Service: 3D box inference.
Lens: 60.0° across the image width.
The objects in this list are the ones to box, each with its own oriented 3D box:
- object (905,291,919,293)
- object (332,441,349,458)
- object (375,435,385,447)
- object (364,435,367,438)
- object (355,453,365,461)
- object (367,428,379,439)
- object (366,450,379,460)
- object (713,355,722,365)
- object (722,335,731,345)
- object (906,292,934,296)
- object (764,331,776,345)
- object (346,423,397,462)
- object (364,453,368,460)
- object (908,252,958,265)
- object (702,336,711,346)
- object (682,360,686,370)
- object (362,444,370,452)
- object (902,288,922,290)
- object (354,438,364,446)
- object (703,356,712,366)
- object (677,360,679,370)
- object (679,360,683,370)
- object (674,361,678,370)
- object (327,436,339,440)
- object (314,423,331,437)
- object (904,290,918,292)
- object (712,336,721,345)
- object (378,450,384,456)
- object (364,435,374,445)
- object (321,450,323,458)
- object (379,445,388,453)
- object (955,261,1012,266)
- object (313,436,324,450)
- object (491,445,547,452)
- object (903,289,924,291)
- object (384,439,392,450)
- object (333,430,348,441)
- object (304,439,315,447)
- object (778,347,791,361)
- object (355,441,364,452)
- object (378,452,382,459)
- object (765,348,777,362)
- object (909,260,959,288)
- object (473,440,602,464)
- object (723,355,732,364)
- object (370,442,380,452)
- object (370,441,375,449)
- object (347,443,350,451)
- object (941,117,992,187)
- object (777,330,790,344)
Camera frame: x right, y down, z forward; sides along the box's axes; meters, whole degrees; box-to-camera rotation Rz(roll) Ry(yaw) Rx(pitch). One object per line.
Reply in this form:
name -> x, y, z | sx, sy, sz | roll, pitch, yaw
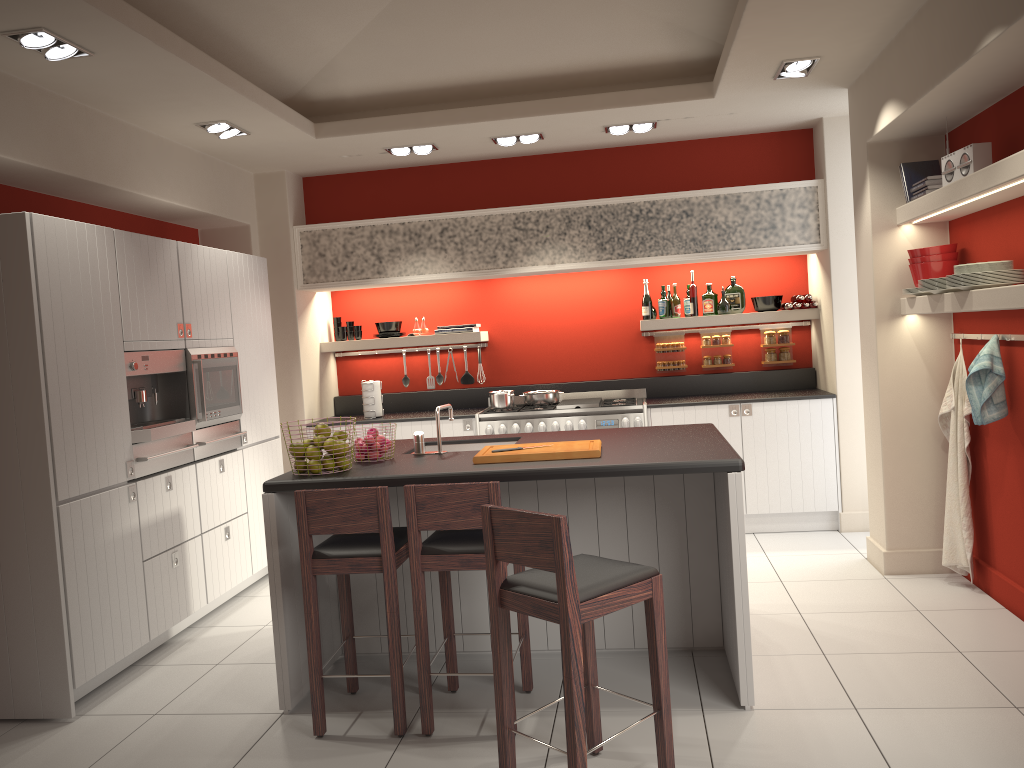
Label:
object -> 2.403, -0.522, 5.037 | 0.339, 0.020, 0.339 | -3, 3, 11
object -> -0.785, 0.297, 4.031 | 0.082, 0.082, 0.082 | -5, 3, -25
object -> -0.641, 0.277, 4.320 | 0.051, 0.055, 0.056 | -3, 3, 22
object -> -0.707, 0.273, 4.362 | 0.041, 0.044, 0.045 | -5, 3, -22
object -> -0.737, 0.351, 4.312 | 0.050, 0.049, 0.049 | -5, 3, -26
object -> -0.680, 0.242, 4.331 | 0.056, 0.058, 0.056 | -6, 4, -37
object -> -0.675, 0.342, 4.307 | 0.062, 0.057, 0.061 | -3, 3, 8
object -> 1.682, -0.193, 7.256 | 0.068, 0.088, 0.068 | -2, 3, 29
object -> 1.748, -0.357, 7.238 | 0.068, 0.088, 0.068 | -2, 3, 29
object -> 2.403, -0.515, 5.038 | 0.339, 0.020, 0.339 | -3, 3, 11
object -> 2.091, -0.370, 7.186 | 0.093, 0.120, 0.094 | -2, 3, 29
object -> -0.683, 0.287, 4.352 | 0.248, 0.168, 0.248 | -4, 3, -4
object -> -0.713, 0.348, 4.350 | 0.050, 0.049, 0.049 | -5, 3, -26
object -> 2.390, -0.657, 5.030 | 0.260, 0.159, 0.260 | -4, 3, -11
object -> 1.594, -0.348, 7.259 | 0.068, 0.088, 0.068 | -2, 3, 29
object -> 1.412, -0.159, 7.311 | 0.034, 0.078, 0.034 | -2, 3, 29
object -> -0.704, 0.310, 4.277 | 0.040, 0.041, 0.041 | -1, 4, 45
object -> 2.401, -0.541, 5.036 | 0.339, 0.020, 0.339 | -3, 3, 11
object -> -0.749, 0.289, 4.352 | 0.049, 0.049, 0.048 | -3, 3, 15
object -> 1.604, -0.188, 7.267 | 0.068, 0.088, 0.068 | -2, 3, 29
object -> 1.374, -0.156, 7.316 | 0.034, 0.078, 0.034 | -2, 3, 29
object -> 1.384, -0.155, 7.276 | 0.034, 0.078, 0.034 | -2, 3, 29
object -> 1.346, -0.153, 7.281 | 0.034, 0.078, 0.034 | -2, 3, 29
object -> -0.821, 0.265, 4.065 | 0.056, 0.054, 0.057 | -5, 3, -21
object -> -0.867, 0.216, 4.060 | 0.078, 0.080, 0.078 | -3, 3, 8
object -> 2.402, -0.528, 5.037 | 0.339, 0.020, 0.339 | -3, 3, 11
object -> 1.671, -0.352, 7.248 | 0.068, 0.088, 0.068 | -2, 3, 29
object -> -0.662, 0.341, 4.419 | 0.050, 0.049, 0.049 | -5, 3, -26
object -> -0.687, 0.271, 4.270 | 0.048, 0.046, 0.048 | -6, 4, -36
object -> -0.907, 0.327, 4.105 | 0.064, 0.060, 0.064 | -4, 3, 3
object -> -0.629, 0.318, 4.338 | 0.046, 0.043, 0.046 | -6, 4, -42
object -> 2.270, -0.573, 4.273 | 0.255, 0.015, 0.255 | -4, 3, -11
object -> -0.886, 0.266, 4.110 | 0.078, 0.076, 0.071 | -5, 3, -23
object -> 0.046, 0.295, 4.093 | 0.302, 0.010, 0.035 | -5, 3, -21
object -> 2.402, -0.535, 5.037 | 0.339, 0.020, 0.339 | -3, 3, 11
object -> -0.623, 0.301, 4.396 | 0.055, 0.056, 0.055 | -3, 3, 18
object -> -0.795, 0.243, 4.112 | 0.067, 0.064, 0.067 | -3, 3, 9
object -> -0.929, 0.282, 4.049 | 0.057, 0.061, 0.062 | -3, 3, 23
object -> 2.206, -0.240, 7.177 | 0.093, 0.120, 0.094 | -2, 3, 29
object -> -0.731, 0.308, 4.311 | 0.059, 0.059, 0.060 | -3, 3, 20
object -> -0.659, 0.349, 4.357 | 0.040, 0.039, 0.039 | -6, 3, -33
object -> 2.100, -0.234, 7.192 | 0.093, 0.120, 0.094 | -2, 3, 29
object -> 2.396, -0.613, 5.033 | 0.260, 0.146, 0.260 | -3, 3, 12
object -> 0.127, 0.311, 4.106 | 0.570, 0.033, 0.373 | -4, 3, 6
object -> 1.759, -0.197, 7.245 | 0.068, 0.088, 0.068 | -2, 3, 29
object -> -0.659, 0.303, 4.280 | 0.048, 0.046, 0.048 | -6, 3, -33
object -> -0.694, 0.306, 4.387 | 0.055, 0.056, 0.055 | -3, 3, 18
object -> -0.778, 0.296, 4.090 | 0.057, 0.057, 0.055 | -4, 3, 0
object -> 2.236, -1.174, 4.382 | 0.097, 0.369, 0.342 | -4, 3, 3
object -> 2.197, -0.377, 7.171 | 0.093, 0.120, 0.094 | -2, 3, 29
